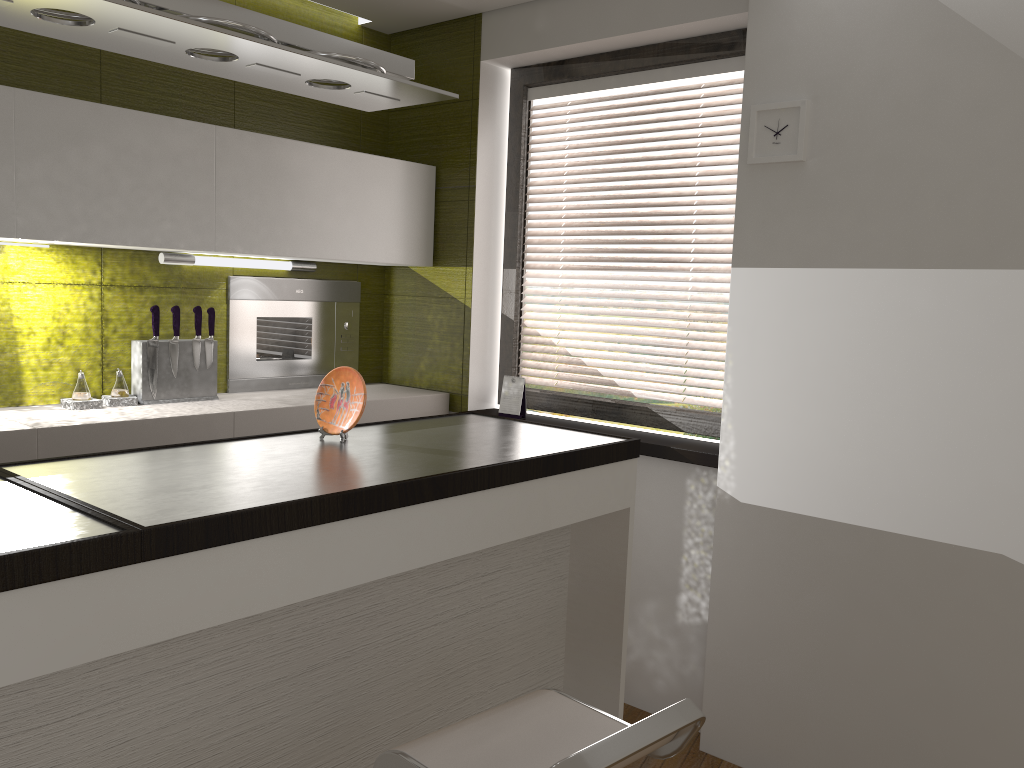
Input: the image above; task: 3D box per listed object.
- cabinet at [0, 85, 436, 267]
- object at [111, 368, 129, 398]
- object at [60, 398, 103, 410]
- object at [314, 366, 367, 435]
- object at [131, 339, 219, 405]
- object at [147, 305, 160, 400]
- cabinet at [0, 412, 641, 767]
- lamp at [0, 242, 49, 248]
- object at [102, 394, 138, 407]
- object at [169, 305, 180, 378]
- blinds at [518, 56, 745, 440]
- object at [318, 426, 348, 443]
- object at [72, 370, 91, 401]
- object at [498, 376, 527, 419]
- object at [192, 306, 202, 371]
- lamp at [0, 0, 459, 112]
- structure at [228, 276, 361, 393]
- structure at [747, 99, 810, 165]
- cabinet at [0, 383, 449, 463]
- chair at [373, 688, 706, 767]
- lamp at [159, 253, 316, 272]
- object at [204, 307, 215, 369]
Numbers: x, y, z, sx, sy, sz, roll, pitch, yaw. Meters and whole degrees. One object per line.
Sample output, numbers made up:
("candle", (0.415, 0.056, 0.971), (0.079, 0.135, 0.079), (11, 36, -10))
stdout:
("cabinet", (-1.673, 0.136, 2.782), (0.724, 2.089, 3.471), (7, 8, 40))
("object", (-1.376, 0.004, 3.111), (0.059, 0.121, 0.059), (3, 6, 7))
("object", (-1.459, 0.067, 3.005), (0.107, 0.032, 0.107), (7, 8, 41))
("object", (-0.451, 0.043, 2.326), (0.184, 0.178, 0.055), (7, 7, 36))
("object", (-1.237, -0.047, 3.260), (0.107, 0.227, 0.293), (7, 8, 40))
("object", (-1.273, -0.110, 3.146), (0.013, 0.339, 0.046), (7, 8, 40))
("cabinet", (-0.866, 0.764, 1.681), (0.663, 1.134, 2.947), (7, 8, 40))
("lamp", (-1.667, -0.454, 2.858), (0.008, 0.008, 0.334), (7, 8, 40))
("object", (-1.378, 0.059, 3.117), (0.107, 0.032, 0.107), (-2, 8, -38))
("object", (-1.220, -0.152, 3.202), (0.013, 0.264, 0.042), (7, 8, 40))
("blinds", (0.278, -3.506, 7.333), (16.000, 12.704, 9.030), (1, 6, -10))
("object", (-0.452, 0.081, 2.329), (0.088, 0.131, 0.072), (7, 7, 35))
("object", (-1.456, 0.013, 2.999), (0.059, 0.121, 0.059), (2, 6, -4))
("object", (0.006, 0.055, 3.675), (0.106, 0.169, 0.057), (6, 7, 35))
("object", (-1.162, -0.167, 3.268), (0.013, 0.243, 0.036), (7, 8, 40))
("lamp", (-0.781, -0.986, 1.536), (0.326, 0.683, 1.677), (7, 8, 40))
("structure", (-0.909, -0.210, 3.775), (0.015, 0.469, 0.663), (7, 8, 40))
("structure", (0.820, -0.773, 2.733), (0.180, 0.180, 0.026), (7, 8, 40))
("cabinet", (-1.427, 0.633, 2.956), (0.465, 1.086, 2.940), (7, 8, 40))
("chair", (0.030, 0.949, 1.592), (0.418, 0.857, 0.460), (-3, 8, -44))
("lamp", (-1.060, -0.477, 3.503), (0.095, 0.041, 0.716), (7, 8, 40))
("object", (-1.128, -0.171, 3.306), (0.013, 0.231, 0.040), (7, 8, 40))
